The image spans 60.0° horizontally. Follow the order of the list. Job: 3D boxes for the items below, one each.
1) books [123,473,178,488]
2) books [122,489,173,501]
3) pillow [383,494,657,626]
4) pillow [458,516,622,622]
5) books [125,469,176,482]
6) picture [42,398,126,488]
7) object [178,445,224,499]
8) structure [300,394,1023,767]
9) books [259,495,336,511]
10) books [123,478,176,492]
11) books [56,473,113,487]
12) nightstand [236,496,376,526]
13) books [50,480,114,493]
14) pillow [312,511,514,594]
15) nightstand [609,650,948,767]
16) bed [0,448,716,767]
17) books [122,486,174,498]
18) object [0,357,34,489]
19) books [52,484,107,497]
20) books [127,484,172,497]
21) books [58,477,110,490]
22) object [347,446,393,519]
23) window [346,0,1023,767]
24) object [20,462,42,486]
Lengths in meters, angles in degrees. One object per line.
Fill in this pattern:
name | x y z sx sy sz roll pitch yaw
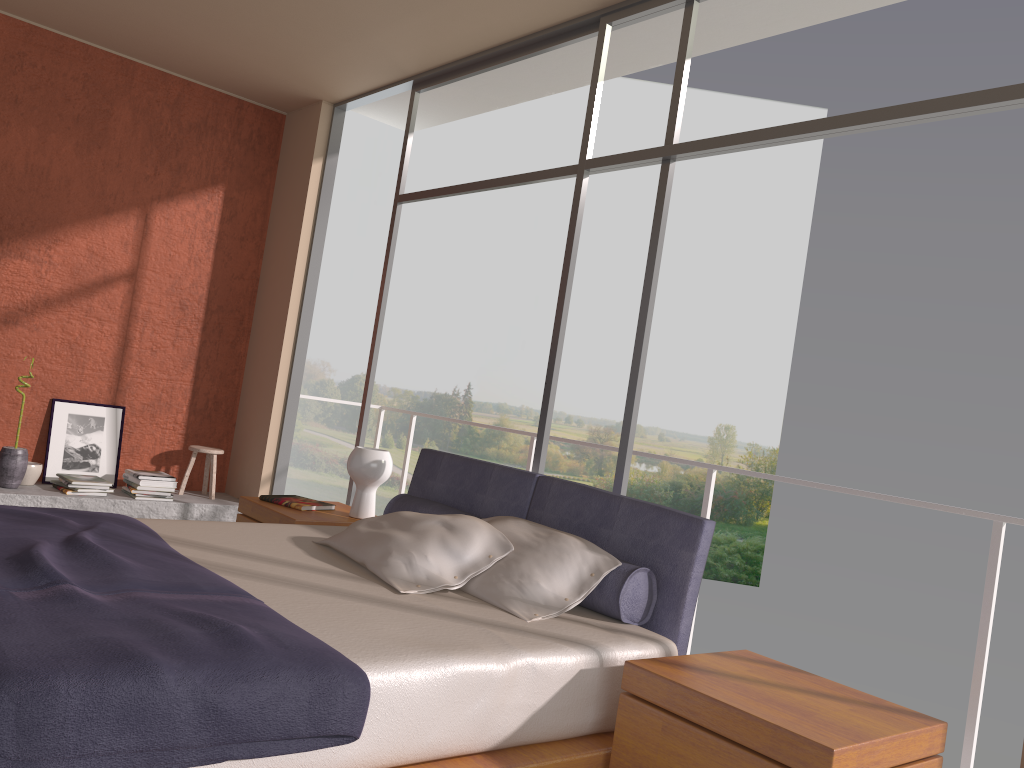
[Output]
books | -2.400 0.638 5.880 0.247 0.038 0.319 10 -2 -42
books | -2.415 0.737 5.877 0.247 0.018 0.328 10 -2 -38
pillow | -0.039 0.640 3.439 0.205 0.201 1.470 10 -2 -40
pillow | -0.017 0.623 3.101 0.400 0.265 0.791 10 -2 -37
books | -2.399 0.607 5.885 0.247 0.025 0.287 10 -2 -40
picture | -2.841 0.399 5.901 0.458 0.550 0.117 10 -2 -40
object | -2.167 0.624 6.252 0.260 0.349 0.257 8 -2 20
structure | 1.098 0.896 3.575 0.728 1.005 7.689 10 -2 -40
books | -1.072 0.594 4.438 0.287 0.025 0.247 8 -2 31
books | -2.405 0.671 5.879 0.247 0.027 0.328 10 -2 -38
books | -2.723 0.610 5.645 0.247 0.018 0.328 10 -2 -43
nightstand | -0.997 0.898 4.383 0.562 0.556 0.628 10 -2 -40
books | -2.737 0.652 5.650 0.328 0.018 0.247 7 -2 35
pillow | -0.385 0.581 3.258 0.431 0.264 0.869 10 -2 -32
nightstand | 0.677 1.090 2.350 0.562 0.556 0.628 10 -2 -40
bed | -0.857 0.673 2.785 2.462 0.959 2.017 10 -2 -40
books | -2.416 0.718 5.882 0.247 0.018 0.287 10 -2 -40
object | -3.000 0.231 5.401 0.165 0.810 0.165 9 -2 -16
books | -2.745 0.674 5.635 0.247 0.025 0.287 10 -2 -43
books | -2.400 0.699 5.861 0.247 0.025 0.287 10 -2 -29
books | -2.722 0.632 5.642 0.247 0.025 0.287 10 -2 -37
object | -0.709 0.486 4.345 0.224 0.338 0.224 10 -2 -28
window | 1.066 -0.117 3.201 0.075 3.133 6.106 10 -2 -40
object | -3.071 0.566 5.595 0.179 0.137 0.180 10 -2 -27
